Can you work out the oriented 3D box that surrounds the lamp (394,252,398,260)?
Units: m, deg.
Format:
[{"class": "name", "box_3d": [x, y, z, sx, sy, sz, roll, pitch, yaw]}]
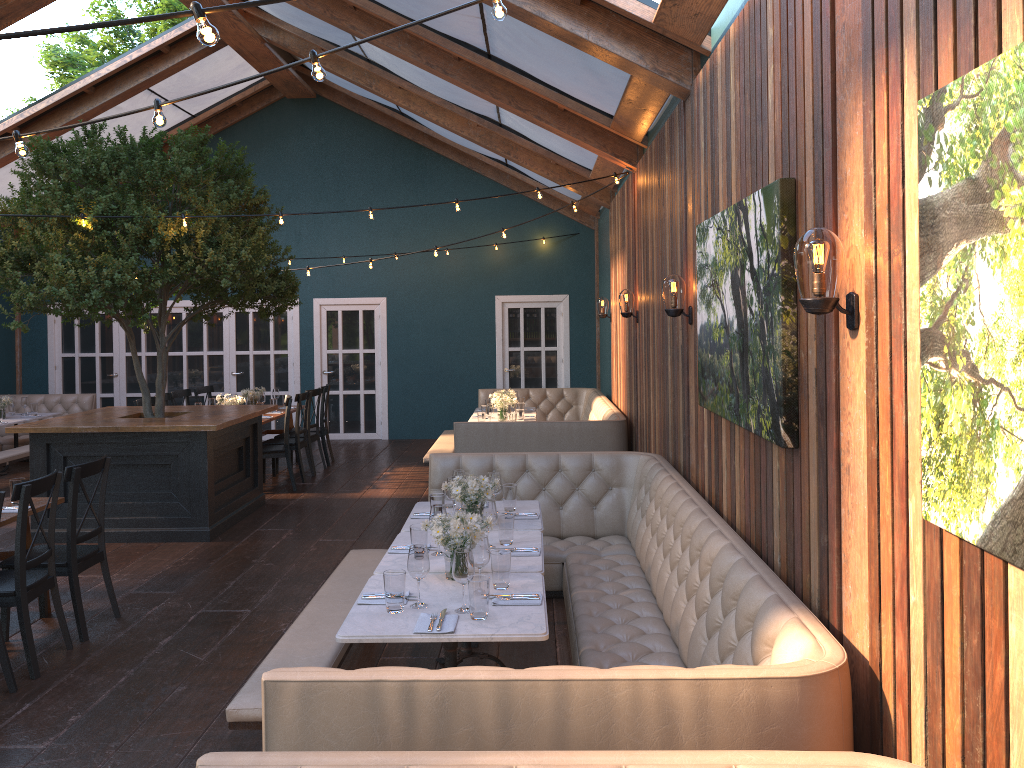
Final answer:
[{"class": "lamp", "box_3d": [-1.700, -1.883, 13.022, 0.060, 0.119, 0.056, 0, 1, 43]}]

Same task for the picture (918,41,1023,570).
[{"class": "picture", "box_3d": [0.976, -0.116, 1.281, 0.065, 0.997, 1.654, -1, 3, 1]}]

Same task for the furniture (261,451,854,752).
[{"class": "furniture", "box_3d": [0.203, 1.078, 4.478, 1.709, 0.858, 4.167, -1, 4, 1]}]

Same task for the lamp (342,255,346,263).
[{"class": "lamp", "box_3d": [-2.435, -1.808, 12.820, 0.059, 0.119, 0.056, 0, 1, 25]}]

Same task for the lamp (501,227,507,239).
[{"class": "lamp", "box_3d": [-0.076, -1.487, 8.727, 0.056, 0.118, 0.066, -1, 1, -23]}]

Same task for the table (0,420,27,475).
[{"class": "table", "box_3d": [-6.468, 0.814, 10.694, 0.798, 0.672, 0.800, -1, 3, 2]}]

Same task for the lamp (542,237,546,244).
[{"class": "lamp", "box_3d": [0.494, -2.198, 13.556, 0.056, 0.121, 0.056, -1, 1, -16]}]

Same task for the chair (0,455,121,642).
[{"class": "chair", "box_3d": [-2.743, 0.974, 5.368, 0.539, 1.019, 0.478, -1, 1, 1]}]

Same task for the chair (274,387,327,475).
[{"class": "chair", "box_3d": [-2.619, 0.569, 10.919, 0.539, 1.019, 0.478, -1, 1, 6]}]

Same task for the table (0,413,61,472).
[{"class": "table", "box_3d": [-6.450, 0.754, 11.510, 0.798, 0.672, 0.800, -1, 3, 1]}]

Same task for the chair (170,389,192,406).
[{"class": "chair", "box_3d": [-3.917, 0.586, 10.948, 0.539, 1.019, 0.478, -1, 1, 6]}]

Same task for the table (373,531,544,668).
[{"class": "table", "box_3d": [-0.235, 1.177, 4.490, 0.798, 0.672, 0.800, -1, 3, 2]}]

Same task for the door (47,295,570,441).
[{"class": "door", "box_3d": [-3.185, -0.230, 13.846, 8.171, 2.209, 0.174, -1, 0, 1]}]

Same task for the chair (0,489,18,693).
[{"class": "chair", "box_3d": [-2.768, 1.056, 4.247, 0.539, 1.019, 0.478, -1, 1, 1]}]

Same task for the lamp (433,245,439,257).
[{"class": "lamp", "box_3d": [-0.774, -1.349, 8.999, 0.056, 0.121, 0.056, -1, 1, -21]}]

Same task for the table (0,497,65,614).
[{"class": "table", "box_3d": [-3.389, 1.190, 4.519, 0.950, 0.729, 2.436, -1, 4, 1]}]

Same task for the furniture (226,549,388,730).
[{"class": "furniture", "box_3d": [-0.904, 1.322, 4.506, 0.313, 0.398, 2.334, -1, 4, 1]}]

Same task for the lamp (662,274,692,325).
[{"class": "lamp", "box_3d": [1.020, -0.525, 5.485, 0.178, 0.320, 0.146, -1, 1, 1]}]

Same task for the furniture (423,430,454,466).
[{"class": "furniture", "box_3d": [-0.768, 0.878, 10.578, 0.313, 0.398, 2.334, -1, 4, 1]}]

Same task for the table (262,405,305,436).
[{"class": "table", "box_3d": [-3.252, 0.744, 10.642, 0.950, 0.729, 2.436, -1, 4, 1]}]

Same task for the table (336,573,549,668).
[{"class": "table", "box_3d": [-0.253, 1.236, 3.674, 0.798, 0.672, 0.800, -1, 3, 1]}]

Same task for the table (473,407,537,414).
[{"class": "table", "box_3d": [-0.081, 0.675, 11.367, 0.798, 0.672, 0.800, -1, 3, 1]}]

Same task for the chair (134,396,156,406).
[{"class": "chair", "box_3d": [-3.879, 0.666, 9.826, 0.539, 1.019, 0.478, -1, 1, 1]}]

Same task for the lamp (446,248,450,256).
[{"class": "lamp", "box_3d": [-0.960, -1.972, 13.196, 0.056, 0.119, 0.061, -1, 1, 2]}]

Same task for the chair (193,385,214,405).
[{"class": "chair", "box_3d": [-3.825, 0.544, 11.506, 0.539, 1.019, 0.478, -1, 1, 7]}]

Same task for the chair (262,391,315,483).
[{"class": "chair", "box_3d": [-2.632, 0.610, 10.359, 0.539, 1.019, 0.478, -1, 1, 1]}]

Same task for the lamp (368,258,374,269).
[{"class": "lamp", "box_3d": [-1.481, -1.263, 9.279, 0.056, 0.121, 0.056, -1, 1, -22]}]

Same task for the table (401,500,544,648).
[{"class": "table", "box_3d": [-0.216, 1.117, 5.306, 0.798, 0.672, 0.800, -1, 3, 0]}]

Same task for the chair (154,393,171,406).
[{"class": "chair", "box_3d": [-3.915, 0.626, 10.388, 0.539, 1.019, 0.478, -1, 1, -4]}]

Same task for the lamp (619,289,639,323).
[{"class": "lamp", "box_3d": [1.081, -0.726, 8.230, 0.178, 0.320, 0.146, -1, 1, 1]}]

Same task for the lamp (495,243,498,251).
[{"class": "lamp", "box_3d": [-0.236, -2.078, 13.374, 0.056, 0.120, 0.056, 0, 1, 23]}]

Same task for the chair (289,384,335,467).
[{"class": "chair", "box_3d": [-2.607, 0.529, 11.479, 0.539, 1.019, 0.478, -1, 1, -4]}]

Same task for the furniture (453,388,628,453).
[{"class": "furniture", "box_3d": [0.338, 0.637, 10.517, 1.709, 0.858, 4.167, -1, 4, 1]}]

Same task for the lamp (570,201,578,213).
[{"class": "lamp", "box_3d": [0.597, -1.696, 8.467, 0.073, 0.115, 0.056, -1, 1, 7]}]

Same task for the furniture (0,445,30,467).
[{"class": "furniture", "box_3d": [-5.778, 0.941, 10.690, 0.313, 0.398, 2.334, -1, 4, 1]}]

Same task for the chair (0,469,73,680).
[{"class": "chair", "box_3d": [-2.756, 1.015, 4.807, 0.539, 1.019, 0.478, -1, 1, -4]}]

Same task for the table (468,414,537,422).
[{"class": "table", "box_3d": [-0.099, 0.735, 10.551, 0.798, 0.672, 0.800, -1, 3, 2]}]

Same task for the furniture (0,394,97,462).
[{"class": "furniture", "box_3d": [-6.859, 0.725, 10.693, 1.709, 0.858, 4.167, -1, 4, 1]}]

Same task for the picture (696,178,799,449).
[{"class": "picture", "box_3d": [1.032, -0.320, 4.071, 0.065, 0.997, 1.654, -1, 3, 1]}]

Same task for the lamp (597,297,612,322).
[{"class": "lamp", "box_3d": [1.143, -0.926, 10.978, 0.178, 0.320, 0.146, -1, 1, 1]}]

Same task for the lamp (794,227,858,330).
[{"class": "lamp", "box_3d": [0.958, -0.323, 2.716, 0.178, 0.320, 0.146, -1, 1, 1]}]

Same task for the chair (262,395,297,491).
[{"class": "chair", "box_3d": [-2.664, 0.653, 9.782, 0.540, 1.019, 0.478, -1, 1, -16]}]

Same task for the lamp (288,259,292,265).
[{"class": "lamp", "box_3d": [-3.175, -1.754, 12.631, 0.056, 0.121, 0.056, -2, 1, -37]}]

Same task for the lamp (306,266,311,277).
[{"class": "lamp", "box_3d": [-2.193, -1.215, 9.533, 0.056, 0.121, 0.056, -1, 1, 10]}]
